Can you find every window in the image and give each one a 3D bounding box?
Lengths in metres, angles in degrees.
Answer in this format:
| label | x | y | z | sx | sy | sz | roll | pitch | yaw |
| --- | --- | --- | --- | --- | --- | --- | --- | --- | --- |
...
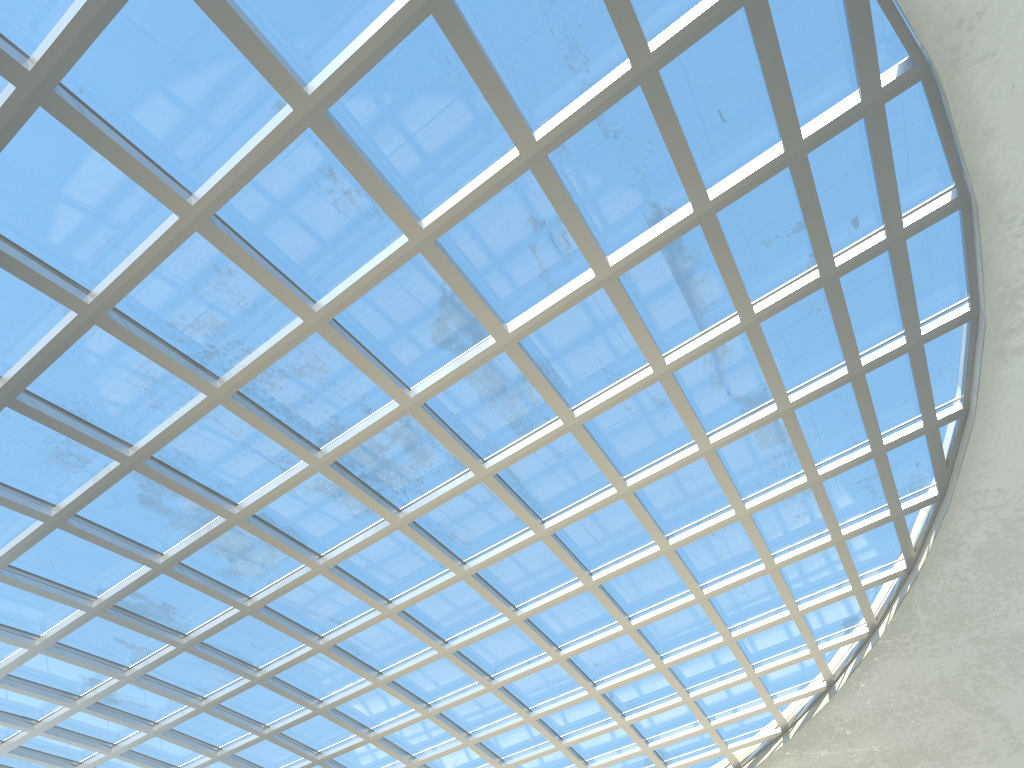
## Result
| label | x | y | z | sx | sy | sz | roll | pitch | yaw |
| --- | --- | --- | --- | --- | --- | --- | --- | --- | --- |
| window | -13.586 | 17.931 | 47.246 | 83.203 | 9.231 | 90.843 | -27 | -49 | 20 |
